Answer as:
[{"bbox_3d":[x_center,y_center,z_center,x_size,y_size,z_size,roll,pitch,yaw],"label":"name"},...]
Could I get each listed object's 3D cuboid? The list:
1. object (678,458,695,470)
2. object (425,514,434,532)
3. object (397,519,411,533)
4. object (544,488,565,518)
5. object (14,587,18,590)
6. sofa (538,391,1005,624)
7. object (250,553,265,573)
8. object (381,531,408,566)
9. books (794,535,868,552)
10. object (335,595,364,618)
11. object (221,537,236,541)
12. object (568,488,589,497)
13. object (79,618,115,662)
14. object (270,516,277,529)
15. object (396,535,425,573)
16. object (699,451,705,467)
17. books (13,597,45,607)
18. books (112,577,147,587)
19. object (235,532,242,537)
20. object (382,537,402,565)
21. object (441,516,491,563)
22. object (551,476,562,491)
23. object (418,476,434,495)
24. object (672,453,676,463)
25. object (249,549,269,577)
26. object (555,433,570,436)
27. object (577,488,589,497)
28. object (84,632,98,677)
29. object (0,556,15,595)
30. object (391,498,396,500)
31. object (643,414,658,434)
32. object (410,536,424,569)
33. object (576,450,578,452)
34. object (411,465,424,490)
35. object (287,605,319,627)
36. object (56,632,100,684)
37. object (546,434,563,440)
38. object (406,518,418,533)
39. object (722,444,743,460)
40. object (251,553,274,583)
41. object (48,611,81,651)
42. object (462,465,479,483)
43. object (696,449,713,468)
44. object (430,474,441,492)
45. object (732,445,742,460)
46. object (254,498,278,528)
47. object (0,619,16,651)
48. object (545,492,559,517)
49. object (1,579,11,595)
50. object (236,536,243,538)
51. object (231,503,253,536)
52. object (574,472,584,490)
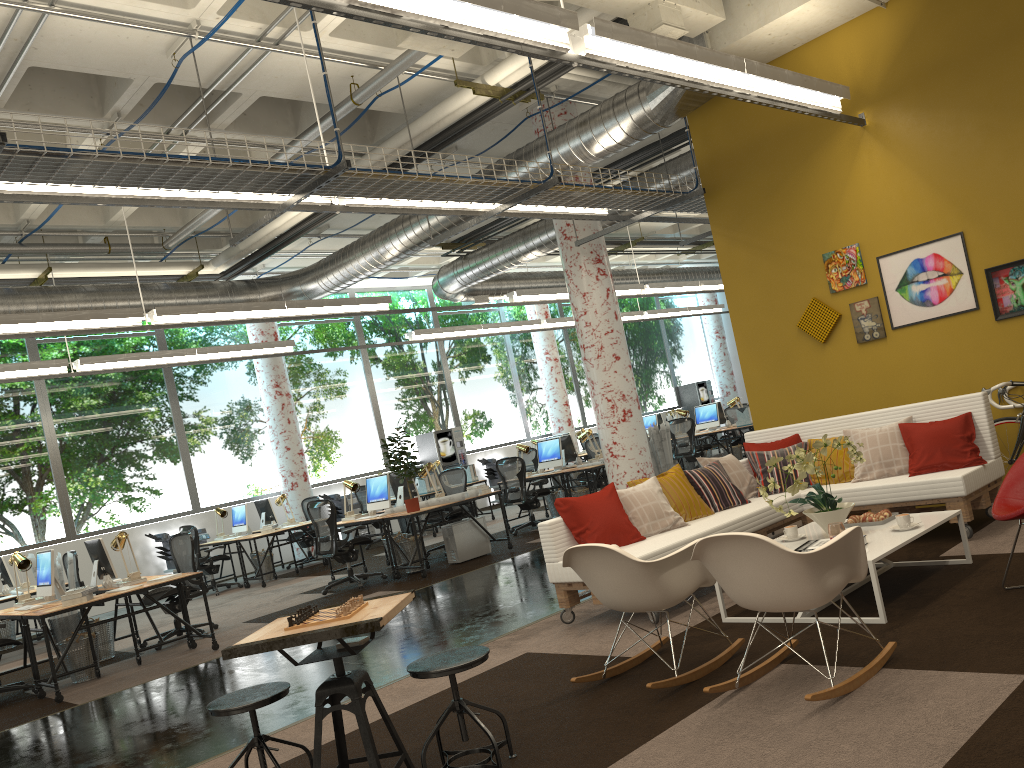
[{"bbox_3d":[3.374,1.503,16.974,0.353,0.398,0.353,-12,-2,1],"label":"object"},{"bbox_3d":[-1.449,2.421,15.538,0.119,0.403,0.236,-11,-1,-43],"label":"object"},{"bbox_3d":[-2.017,2.649,16.989,0.351,0.398,0.355,-11,-2,-25],"label":"object"},{"bbox_3d":[0.685,1.842,13.778,0.361,0.434,0.351,-14,-2,43],"label":"object"},{"bbox_3d":[-6.621,2.739,11.878,0.106,0.029,0.060,-9,-4,-43],"label":"object"},{"bbox_3d":[1.901,0.843,6.240,2.841,0.930,2.031,-9,-4,-44],"label":"sofa"},{"bbox_3d":[-4.087,2.900,14.259,0.119,0.403,0.236,-11,-1,-43],"label":"object"},{"bbox_3d":[-1.502,2.145,11.573,0.361,0.434,0.351,-14,-2,43],"label":"object"},{"bbox_3d":[1.784,0.915,4.964,0.336,0.048,0.278,-15,-4,37],"label":"books"},{"bbox_3d":[-0.667,0.901,3.630,0.056,0.053,0.251,-12,-3,6],"label":"object"},{"bbox_3d":[-4.264,2.343,13.417,0.118,0.017,0.441,-9,-5,-44],"label":"object"},{"bbox_3d":[0.984,1.717,12.805,0.361,0.434,0.351,-14,-2,43],"label":"object"},{"bbox_3d":[-4.173,2.569,8.943,0.361,0.434,0.351,-14,-2,43],"label":"object"},{"bbox_3d":[-3.725,2.156,13.819,0.101,0.209,0.101,-12,-1,1],"label":"object"},{"bbox_3d":[-1.203,2.021,10.600,0.361,0.434,0.351,-14,-2,43],"label":"object"},{"bbox_3d":[3.524,1.418,16.395,0.119,0.403,0.236,-11,-1,-43],"label":"object"},{"bbox_3d":[-4.649,2.106,8.546,0.224,0.038,0.311,-9,-5,-44],"label":"books"},{"bbox_3d":[-3.618,1.876,8.376,0.224,0.038,0.311,-9,-5,-44],"label":"books"},{"bbox_3d":[-4.293,2.278,13.839,0.101,0.209,0.101,-12,-1,1],"label":"object"},{"bbox_3d":[-1.558,2.168,11.522,0.119,0.403,0.236,-11,-1,-43],"label":"object"},{"bbox_3d":[-0.544,1.882,10.735,0.538,0.454,0.222,-10,-2,-44],"label":"object"},{"bbox_3d":[0.968,2.135,19.153,0.119,0.403,0.236,-11,-1,-43],"label":"object"},{"bbox_3d":[-1.478,1.700,14.911,0.149,0.302,0.282,-11,-2,-44],"label":"object"},{"bbox_3d":[3.694,1.642,20.517,0.119,0.403,0.236,-11,-1,-43],"label":"object"},{"bbox_3d":[-4.031,2.878,14.310,0.361,0.434,0.351,-14,-2,43],"label":"object"},{"bbox_3d":[1.117,1.313,19.001,0.189,0.485,0.487,-11,-2,-44],"label":"object"},{"bbox_3d":[1.046,1.721,12.855,0.119,0.403,0.236,-11,-1,-43],"label":"object"},{"bbox_3d":[-3.813,2.448,8.020,0.119,0.403,0.236,-11,-1,-43],"label":"object"},{"bbox_3d":[-6.628,2.486,11.502,0.189,0.485,0.487,-11,-2,-44],"label":"object"},{"bbox_3d":[-2.043,2.006,15.567,0.118,0.017,0.441,-9,-5,-44],"label":"object"},{"bbox_3d":[3.227,0.971,20.684,0.189,0.485,0.487,-11,-2,-44],"label":"object"},{"bbox_3d":[-1.141,2.024,10.650,0.119,0.403,0.236,-11,-1,-43],"label":"object"},{"bbox_3d":[1.330,1.391,18.714,0.101,0.209,0.101,-12,-1,1],"label":"object"},{"bbox_3d":[-1.716,1.742,16.258,0.189,0.485,0.487,-11,-2,-44],"label":"object"},{"bbox_3d":[-0.863,0.944,3.654,0.056,0.053,0.250,-12,-3,6],"label":"object"},{"bbox_3d":[-3.875,2.445,7.970,0.361,0.434,0.351,-14,-2,43],"label":"object"},{"bbox_3d":[0.918,1.321,18.448,0.189,0.485,0.487,-11,-2,-44],"label":"object"},{"bbox_3d":[-1.866,2.564,16.410,0.119,0.403,0.236,-11,-1,-43],"label":"object"},{"bbox_3d":[3.879,1.270,15.473,0.361,0.434,0.351,-14,-2,43],"label":"object"},{"bbox_3d":[-3.732,2.753,13.337,0.361,0.434,0.351,-14,-2,43],"label":"object"},{"bbox_3d":[-5.220,2.914,10.402,0.353,0.398,0.353,-12,-2,1],"label":"object"},{"bbox_3d":[-0.759,1.591,15.607,0.149,0.302,0.282,-11,-2,-44],"label":"object"},{"bbox_3d":[3.581,1.395,16.446,0.361,0.434,0.351,-14,-2,43],"label":"object"},{"bbox_3d":[-1.373,1.684,15.013,0.149,0.302,0.282,-11,-2,-44],"label":"object"},{"bbox_3d":[3.941,1.274,15.523,0.119,0.403,0.236,-11,-1,-43],"label":"object"},{"bbox_3d":[-3.938,2.079,14.107,0.189,0.485,0.487,-11,-2,-44],"label":"object"},{"bbox_3d":[-6.721,3.285,11.705,0.361,0.434,0.351,-14,-2,43],"label":"object"},{"bbox_3d":[0.629,1.865,13.727,0.119,0.403,0.236,-11,-1,-43],"label":"object"},{"bbox_3d":[-6.415,2.564,11.214,0.101,0.209,0.101,-12,-1,1],"label":"object"},{"bbox_3d":[-4.050,2.275,13.174,0.106,0.029,0.060,-9,-4,-43],"label":"object"},{"bbox_3d":[-4.137,2.086,13.554,0.189,0.485,0.487,-11,-2,-44],"label":"object"},{"bbox_3d":[1.385,1.991,18.281,0.119,0.403,0.236,-11,-1,-43],"label":"object"}]
